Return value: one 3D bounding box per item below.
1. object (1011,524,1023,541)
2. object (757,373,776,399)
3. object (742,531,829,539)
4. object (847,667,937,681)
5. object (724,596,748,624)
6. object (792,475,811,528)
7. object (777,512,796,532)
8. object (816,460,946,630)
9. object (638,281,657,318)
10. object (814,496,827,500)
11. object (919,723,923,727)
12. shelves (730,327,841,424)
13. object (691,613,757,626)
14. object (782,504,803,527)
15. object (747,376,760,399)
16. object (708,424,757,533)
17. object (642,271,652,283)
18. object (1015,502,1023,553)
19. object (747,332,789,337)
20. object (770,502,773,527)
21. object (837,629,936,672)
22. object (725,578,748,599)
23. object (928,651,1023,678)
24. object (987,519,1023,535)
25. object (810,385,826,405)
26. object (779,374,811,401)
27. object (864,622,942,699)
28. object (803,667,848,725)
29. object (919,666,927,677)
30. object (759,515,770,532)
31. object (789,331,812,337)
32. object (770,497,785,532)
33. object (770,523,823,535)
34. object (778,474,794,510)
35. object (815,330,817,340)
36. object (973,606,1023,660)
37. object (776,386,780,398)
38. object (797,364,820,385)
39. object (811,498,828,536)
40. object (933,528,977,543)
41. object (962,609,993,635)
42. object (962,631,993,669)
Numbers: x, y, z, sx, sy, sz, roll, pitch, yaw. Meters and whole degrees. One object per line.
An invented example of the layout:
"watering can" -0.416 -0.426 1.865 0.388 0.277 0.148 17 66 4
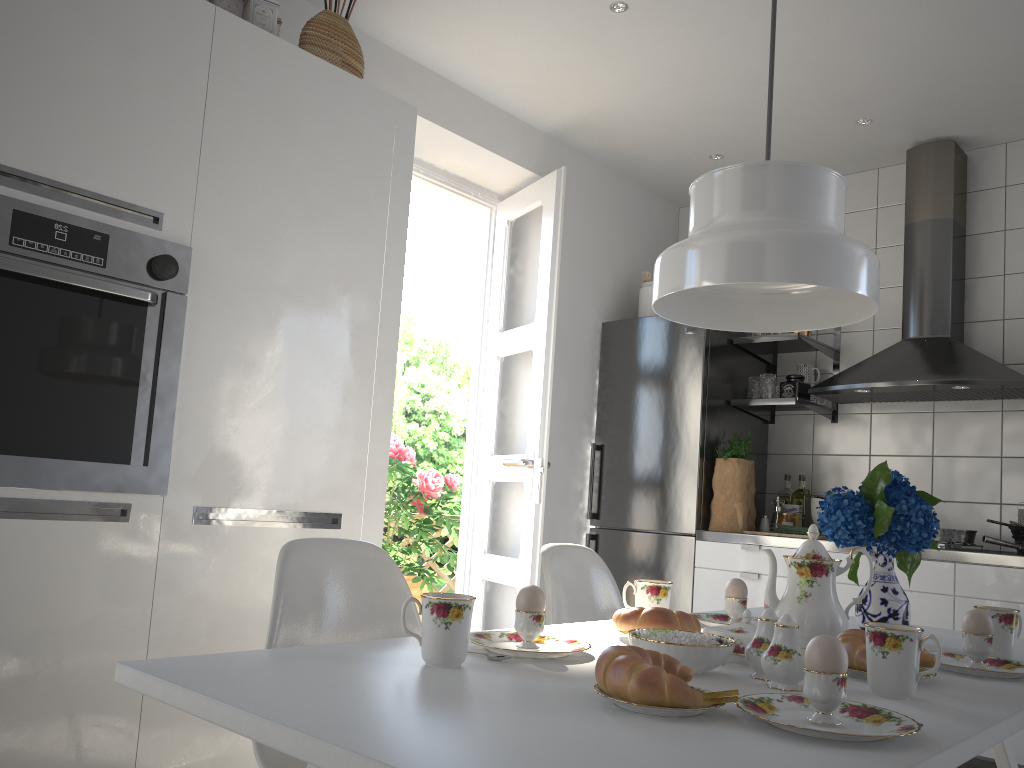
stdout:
"object" 1.912 0.560 3.229 0.347 0.082 0.244 5 -8 -6
"object" 1.155 0.015 4.010 0.086 0.119 0.086 -1 -8 39
"object" 1.168 0.636 3.724 0.330 0.012 0.221 -3 -10 42
"object" 0.575 0.449 1.381 0.158 0.016 0.158 10 -10 -37
"object" 0.480 0.486 1.901 0.048 0.057 0.048 5 -7 -7
"object" 1.344 0.561 4.093 0.089 0.281 0.082 -1 -8 42
"object" 1.232 0.628 3.975 0.078 0.101 0.078 3 -6 9
"object" 0.781 0.351 1.886 0.266 0.375 0.237 -2 -9 44
"object" 0.707 -0.380 4.331 0.174 0.207 0.174 -1 -8 37
"object" 1.465 0.554 3.696 0.348 0.153 0.201 5 -7 -8
"object" 0.431 0.401 1.091 0.032 0.011 0.140 11 -11 -44
"shelves" 2.085 -0.139 3.384 2.542 0.510 0.428 -3 -9 42
"object" 0.477 0.513 1.899 0.201 0.016 0.201 11 -10 -42
"object" 1.286 0.625 4.067 0.077 0.140 0.044 -2 -8 42
"object" 1.131 0.027 4.107 0.086 0.119 0.086 9 -8 -37
"object" 0.990 0.413 3.935 0.173 0.507 0.284 1 -7 30
"object" 0.661 -0.414 4.339 0.054 0.261 0.150 2 -6 17
"object" 2.031 0.565 3.471 0.101 0.200 0.081 0 -7 32
"object" 1.189 -0.266 4.096 0.190 0.134 0.229 -1 -8 33
"object" 1.229 0.611 4.107 0.059 0.172 0.059 4 -6 2
"object" 0.575 0.422 1.401 0.161 0.057 0.124 9 -9 -33
"object" 0.482 0.449 1.905 0.048 0.062 0.048 10 -9 -43
"object" 0.795 0.482 1.513 0.201 0.016 0.201 11 -10 -42
"object" 1.923 0.545 3.221 0.357 0.080 0.246 10 -10 -39
"object" 1.402 0.058 4.126 0.108 0.100 0.083 0 -8 31
"object" 1.278 0.021 3.999 0.100 0.122 0.100 9 -8 -37
"object" 0.531 0.385 1.227 0.078 0.095 0.091 5 -7 -11
"object" 0.359 0.357 1.016 0.048 0.057 0.048 5 -7 -7
"object" 0.588 0.436 1.350 0.070 0.036 0.109 10 -10 -39
"object" 1.150 0.639 4.033 0.046 0.084 0.046 2 -6 20
"object" 1.305 -0.218 4.013 0.100 0.036 0.100 8 -9 -28
"object" 1.211 0.601 4.044 0.059 0.172 0.059 4 -6 2
"object" 1.164 0.612 3.728 0.142 0.053 0.276 9 -9 -32
"object" 1.287 0.565 4.151 0.066 0.281 0.066 0 -7 37
"object" 1.372 -0.295 4.198 0.193 0.243 0.206 -2 -8 40
"object" 0.921 0.474 1.683 0.078 0.095 0.091 -1 -8 35
"object" 1.275 0.068 4.262 0.083 0.100 0.109 3 -7 11
"object" 1.382 -0.040 4.156 0.083 0.100 0.109 5 -7 -13
"object" 1.450 0.600 3.919 0.247 0.174 0.248 5 -7 -7
"object" 1.600 0.572 3.423 0.351 0.060 0.233 1 -8 21
"object" 0.799 0.418 1.520 0.048 0.062 0.048 10 -9 -43
"object" 0.796 0.455 1.516 0.048 0.057 0.048 5 -7 -7
